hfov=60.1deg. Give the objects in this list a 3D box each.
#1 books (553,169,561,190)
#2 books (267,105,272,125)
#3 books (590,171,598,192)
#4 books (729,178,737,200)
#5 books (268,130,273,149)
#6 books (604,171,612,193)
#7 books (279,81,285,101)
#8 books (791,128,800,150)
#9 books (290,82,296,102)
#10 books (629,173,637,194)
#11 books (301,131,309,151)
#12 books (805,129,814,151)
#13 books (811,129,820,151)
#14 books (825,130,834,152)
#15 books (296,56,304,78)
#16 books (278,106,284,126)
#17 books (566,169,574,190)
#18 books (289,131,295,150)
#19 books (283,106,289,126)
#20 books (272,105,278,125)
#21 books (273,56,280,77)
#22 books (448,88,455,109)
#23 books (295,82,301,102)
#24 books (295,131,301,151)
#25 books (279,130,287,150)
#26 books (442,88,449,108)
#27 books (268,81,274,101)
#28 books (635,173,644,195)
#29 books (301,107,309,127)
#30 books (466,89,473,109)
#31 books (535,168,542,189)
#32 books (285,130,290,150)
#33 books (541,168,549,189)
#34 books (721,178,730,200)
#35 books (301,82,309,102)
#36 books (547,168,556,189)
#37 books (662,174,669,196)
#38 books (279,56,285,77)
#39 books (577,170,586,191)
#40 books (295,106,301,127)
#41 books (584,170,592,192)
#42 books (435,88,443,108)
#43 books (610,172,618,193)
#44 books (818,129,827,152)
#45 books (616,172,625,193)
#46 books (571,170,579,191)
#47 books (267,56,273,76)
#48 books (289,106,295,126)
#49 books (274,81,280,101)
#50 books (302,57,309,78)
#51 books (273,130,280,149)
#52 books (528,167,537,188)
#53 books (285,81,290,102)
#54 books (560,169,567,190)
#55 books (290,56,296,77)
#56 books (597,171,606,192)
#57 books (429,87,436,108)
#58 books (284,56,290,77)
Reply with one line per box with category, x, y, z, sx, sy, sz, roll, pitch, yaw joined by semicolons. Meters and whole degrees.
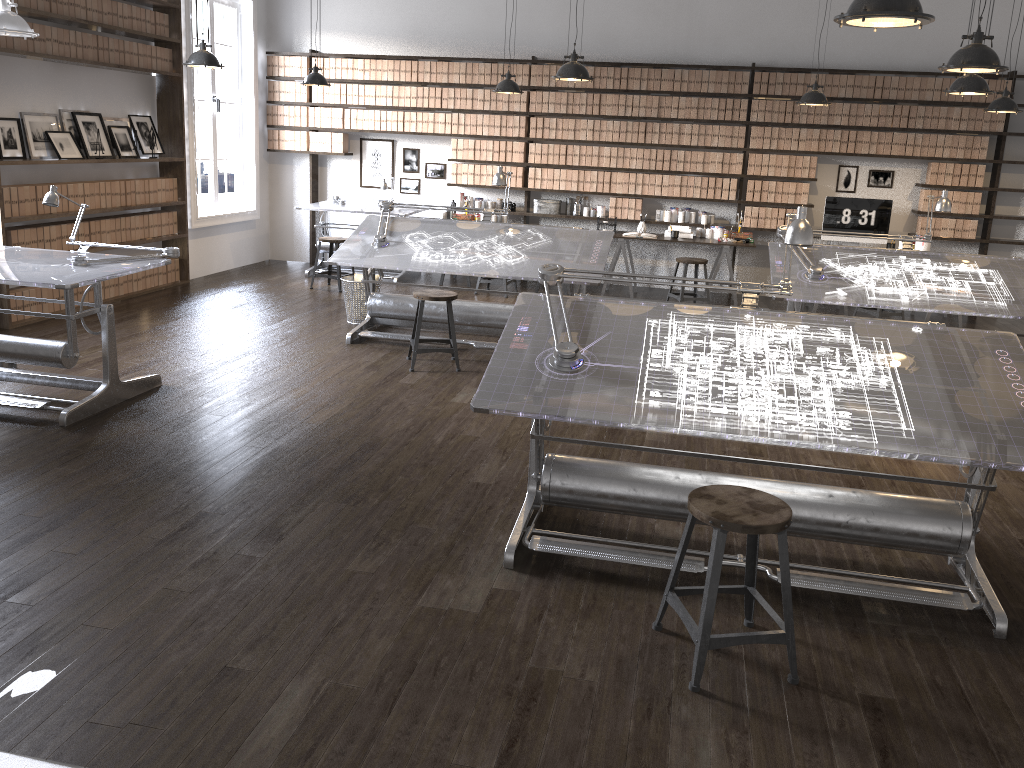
books;0.511;-2.279;9.852;0.067;0.223;0.176;5;14;11
books;-2.805;-3.148;10.381;0.067;0.223;0.176;5;14;11
books;0.913;-2.237;9.774;0.067;0.223;0.176;5;14;11
books;2.369;-2.089;9.493;0.067;0.223;0.176;5;14;11
books;-2.812;-2.882;10.446;0.067;0.223;0.176;5;14;11
books;1.056;-2.223;9.745;0.067;0.223;0.176;5;14;11
books;-2.633;-3.397;10.293;0.067;0.223;0.176;5;14;11
books;2.957;-2.558;9.263;0.067;0.223;0.176;5;14;11
books;-2.507;-3.383;10.266;0.067;0.223;0.176;5;14;11
books;1.324;-2.195;9.692;0.067;0.223;0.176;5;14;11
books;-2.399;-2.839;10.363;0.067;0.223;0.176;5;14;11
books;3.090;-2.545;9.240;0.067;0.223;0.176;5;14;11
books;3.154;-2.537;9.223;0.067;0.223;0.176;5;14;11
books;3.290;-2.525;9.203;0.067;0.223;0.176;5;14;11
books;-2.422;-3.643;10.193;0.067;0.223;0.176;5;14;11
books;-2.669;-3.136;10.360;0.067;0.223;0.176;5;14;11
books;0.644;-2.266;9.829;0.067;0.223;0.176;5;14;11
books;-2.542;-2.853;10.387;0.067;0.223;0.176;5;14;11
books;-2.600;-3.128;10.343;0.067;0.223;0.176;5;14;11
books;-2.738;-3.143;10.373;0.067;0.223;0.176;5;14;11
books;-2.699;-3.671;10.245;0.067;0.223;0.176;5;14;11
books;-0.657;-3.188;9.909;0.067;0.223;0.176;5;14;11
books;-2.440;-3.378;10.259;0.067;0.223;0.176;5;14;11
books;-2.471;-2.846;10.373;0.067;0.223;0.176;5;14;11
books;-2.666;-2.867;10.418;0.067;0.223;0.176;5;14;11
books;-0.725;-3.197;9.927;0.067;0.223;0.176;5;14;11
books;-2.772;-3.411;10.322;0.067;0.223;0.176;5;14;11
books;1.396;-2.188;9.682;0.067;0.223;0.176;5;14;11
books;-2.384;-3.107;10.305;0.067;0.223;0.176;5;14;11
books;-0.453;-3.167;9.868;0.067;0.223;0.176;5;14;11
books;0.306;-2.300;9.893;0.067;0.223;0.176;5;14;11
books;-2.602;-2.860;10.403;0.067;0.223;0.176;5;14;11
books;0.375;-2.294;9.884;0.067;0.223;0.176;5;14;11
books;2.292;-2.096;9.506;0.067;0.223;0.176;5;14;11
books;-2.370;-3.371;10.245;0.067;0.223;0.176;5;14;11
books;0.443;-2.286;9.869;0.067;0.223;0.176;5;14;11
books;1.672;-2.160;9.628;0.067;0.223;0.176;5;14;11
books;-2.627;-3.665;10.234;0.067;0.223;0.176;5;14;11
books;0.775;-2.253;9.805;0.067;0.223;0.176;5;14;11
books;-2.458;-3.113;10.314;0.067;0.223;0.176;5;14;11
books;0.845;-2.246;9.791;0.067;0.223;0.176;5;14;11
books;-0.800;-3.203;9.936;0.067;0.223;0.176;5;14;11
books;1.129;-2.216;9.737;0.067;0.223;0.176;5;14;11
books;3.221;-2.532;9.216;0.067;0.223;0.176;5;14;11
books;1.193;-2.209;9.722;0.067;0.223;0.176;5;14;11
books;0.708;-2.258;9.812;0.067;0.223;0.176;5;14;11
books;-2.769;-3.678;10.259;0.067;0.223;0.176;5;14;11
books;-2.530;-3.122;10.334;0.067;0.223;0.176;5;14;11
books;-2.704;-3.403;10.305;0.067;0.223;0.176;5;14;11
books;-2.351;-3.636;10.181;0.067;0.223;0.176;5;14;11
books;-2.739;-2.874;10.426;0.067;0.223;0.176;5;14;11
books;0.234;-2.306;9.904;0.067;0.223;0.176;5;14;11
books;-2.571;-3.391;10.283;0.067;0.223;0.176;5;14;11
books;0.582;-2.272;9.840;0.067;0.223;0.176;5;14;11
books;-2.490;-3.651;10.210;0.067;0.223;0.176;5;14;11
books;0.983;-2.231;9.765;0.067;0.223;0.176;5;14;11
books;-0.871;-3.212;9.956;0.067;0.223;0.176;5;14;11
books;-2.558;-3.659;10.225;0.067;0.223;0.176;5;14;11
